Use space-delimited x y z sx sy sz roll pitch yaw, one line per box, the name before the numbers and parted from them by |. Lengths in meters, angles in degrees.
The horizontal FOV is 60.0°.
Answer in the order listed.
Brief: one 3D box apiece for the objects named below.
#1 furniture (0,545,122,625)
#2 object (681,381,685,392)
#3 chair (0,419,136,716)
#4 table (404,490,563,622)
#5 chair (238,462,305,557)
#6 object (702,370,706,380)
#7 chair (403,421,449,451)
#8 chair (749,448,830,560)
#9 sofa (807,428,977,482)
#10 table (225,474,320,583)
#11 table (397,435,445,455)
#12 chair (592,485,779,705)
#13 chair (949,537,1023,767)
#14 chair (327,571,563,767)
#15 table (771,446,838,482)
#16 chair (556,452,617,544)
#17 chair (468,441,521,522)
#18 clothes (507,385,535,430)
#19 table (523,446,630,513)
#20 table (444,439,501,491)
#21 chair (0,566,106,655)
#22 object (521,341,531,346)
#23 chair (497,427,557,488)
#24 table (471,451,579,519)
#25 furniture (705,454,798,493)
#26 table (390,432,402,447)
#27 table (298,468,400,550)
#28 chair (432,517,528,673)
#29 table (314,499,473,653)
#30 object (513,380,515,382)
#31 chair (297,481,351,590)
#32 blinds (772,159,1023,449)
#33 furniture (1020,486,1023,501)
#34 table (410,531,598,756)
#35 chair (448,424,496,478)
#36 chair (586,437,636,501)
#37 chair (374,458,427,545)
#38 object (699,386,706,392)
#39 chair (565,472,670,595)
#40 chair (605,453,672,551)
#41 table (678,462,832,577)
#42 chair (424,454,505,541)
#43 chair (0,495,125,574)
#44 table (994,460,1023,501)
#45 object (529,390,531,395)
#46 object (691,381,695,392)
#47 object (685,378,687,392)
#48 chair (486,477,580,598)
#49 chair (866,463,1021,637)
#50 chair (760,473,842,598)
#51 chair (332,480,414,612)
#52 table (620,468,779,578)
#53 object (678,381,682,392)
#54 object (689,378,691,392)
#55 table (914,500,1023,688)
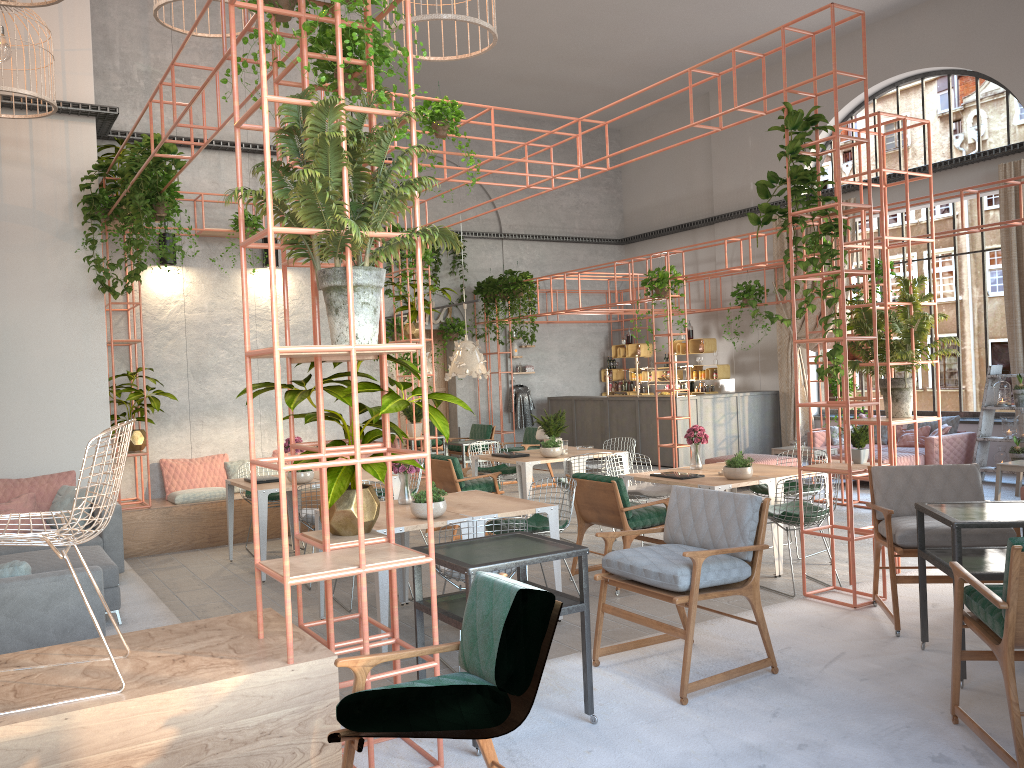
furniture | -3.306 1.436 6.201 0.941 0.446 0.975 -3 1 -31
object | 3.447 0.039 17.834 0.082 0.246 0.082 -2 1 1
chair | -1.702 0.614 3.153 0.717 0.941 0.565 -3 1 -23
table | -0.260 1.297 6.638 0.694 0.830 1.214 -3 1 -31
chair | -2.595 1.314 9.523 0.565 0.941 0.717 -3 1 -30
object | 3.748 -0.180 17.298 0.069 0.191 0.069 -3 1 -14
chair | -1.603 1.187 16.693 0.685 0.930 0.722 -3 1 -31
chair | 2.610 1.106 8.346 0.717 0.941 0.565 -3 1 -35
sofa | 5.328 1.066 13.237 1.960 0.672 2.219 -3 1 -31
table | -2.269 1.356 8.613 0.694 0.830 1.205 -3 1 -31
table | -1.494 1.276 14.723 0.635 0.798 0.602 -3 1 -31
chair | 0.891 1.041 4.647 0.685 0.929 0.722 -3 1 -31
chair | 2.193 1.007 3.463 0.722 0.917 0.685 -2 1 9
chair | -0.125 1.111 2.667 0.685 0.929 0.722 -3 1 -31
table | 4.458 1.207 13.516 0.520 0.455 0.916 -3 1 -31
chair | 0.785 1.171 9.403 0.565 0.941 0.717 -3 1 -15
chair | -0.185 1.191 10.987 0.565 0.941 0.717 -3 1 -30
clothes | 0.217 0.508 18.957 0.366 0.997 0.625 -2 1 39
table | 0.734 1.204 10.441 0.694 0.830 1.214 -3 1 -31
table | -0.584 1.257 13.223 0.635 0.798 0.602 -3 1 -31
chair | -2.871 1.278 4.896 1.056 0.586 1.127 -3 1 -31
object | 0.313 -0.875 19.055 0.263 0.101 0.013 -3 1 -31
chair | 0.213 1.149 13.697 0.685 0.929 0.722 -3 1 -31
table | 0.142 1.234 10.076 0.694 0.830 1.205 -3 1 -31
furniture | 3.469 1.259 12.869 0.941 0.446 0.976 -3 1 -31
table | -2.403 1.295 16.224 0.635 0.798 0.602 -3 1 -31
table | -1.677 1.326 8.977 0.694 0.830 1.214 -3 1 -31
chair | -0.208 1.264 5.601 0.565 0.941 0.717 -3 1 -15
table | -0.851 1.327 6.274 0.694 0.830 1.205 -3 1 -31
object | 0.026 -0.057 18.923 0.093 0.121 0.049 -3 1 -29
chair | -1.626 1.293 7.940 0.565 0.941 0.717 -3 1 -15
blinds | 6.164 -0.979 14.368 0.414 4.389 4.957 -3 1 -30
furniture | 5.854 1.209 8.936 0.941 0.446 0.976 -3 1 -31
table | -0.049 1.152 4.086 0.635 0.798 0.602 -3 1 -31
chair | -0.705 1.168 15.211 0.685 0.930 0.722 -3 1 -31
chair | 1.152 1.137 10.717 0.717 0.941 0.565 -3 1 -35
chair | -1.259 1.260 9.254 0.717 0.941 0.565 -3 1 -35
object | 3.732 0.104 17.382 0.115 0.107 0.115 -2 1 25
chair | 0.925 1.195 7.414 0.685 0.917 0.722 -3 1 -31
chair | 1.274 1.160 8.616 0.565 0.941 0.717 -3 1 -30
table | 2.193 1.185 8.070 0.694 0.830 1.214 -3 1 -31
chair | -0.533 1.226 9.786 0.685 0.917 0.722 -3 1 -31
chair | -3.910 1.333 7.398 1.127 0.672 1.052 -3 1 -31
table | 6.291 1.172 10.493 0.520 0.455 0.916 -3 1 -31
object | 0.389 0.178 19.149 0.033 0.146 0.070 -2 1 30
object | 3.636 0.010 17.862 0.074 0.287 0.072 -2 1 1
object | 3.493 0.016 17.766 0.066 0.291 0.066 -2 1 43
chair | 0.159 1.230 6.915 0.717 0.941 0.565 -3 1 -35
chair | 2.577 0.968 5.332 0.722 0.914 0.685 -2 1 9
chair | 2.243 1.140 7.032 0.565 0.941 0.717 -3 1 -15
chair | -1.177 1.284 7.185 0.565 0.941 0.717 -3 1 -30
table | 1.601 1.216 7.705 0.694 0.830 1.205 -3 1 -31
object | 3.399 0.040 17.923 0.072 0.248 0.094 -3 1 -31
object | 3.568 0.017 17.817 0.065 0.280 0.065 -2 1 12
table | 2.457 1.040 4.492 0.602 0.798 0.635 -2 1 9
